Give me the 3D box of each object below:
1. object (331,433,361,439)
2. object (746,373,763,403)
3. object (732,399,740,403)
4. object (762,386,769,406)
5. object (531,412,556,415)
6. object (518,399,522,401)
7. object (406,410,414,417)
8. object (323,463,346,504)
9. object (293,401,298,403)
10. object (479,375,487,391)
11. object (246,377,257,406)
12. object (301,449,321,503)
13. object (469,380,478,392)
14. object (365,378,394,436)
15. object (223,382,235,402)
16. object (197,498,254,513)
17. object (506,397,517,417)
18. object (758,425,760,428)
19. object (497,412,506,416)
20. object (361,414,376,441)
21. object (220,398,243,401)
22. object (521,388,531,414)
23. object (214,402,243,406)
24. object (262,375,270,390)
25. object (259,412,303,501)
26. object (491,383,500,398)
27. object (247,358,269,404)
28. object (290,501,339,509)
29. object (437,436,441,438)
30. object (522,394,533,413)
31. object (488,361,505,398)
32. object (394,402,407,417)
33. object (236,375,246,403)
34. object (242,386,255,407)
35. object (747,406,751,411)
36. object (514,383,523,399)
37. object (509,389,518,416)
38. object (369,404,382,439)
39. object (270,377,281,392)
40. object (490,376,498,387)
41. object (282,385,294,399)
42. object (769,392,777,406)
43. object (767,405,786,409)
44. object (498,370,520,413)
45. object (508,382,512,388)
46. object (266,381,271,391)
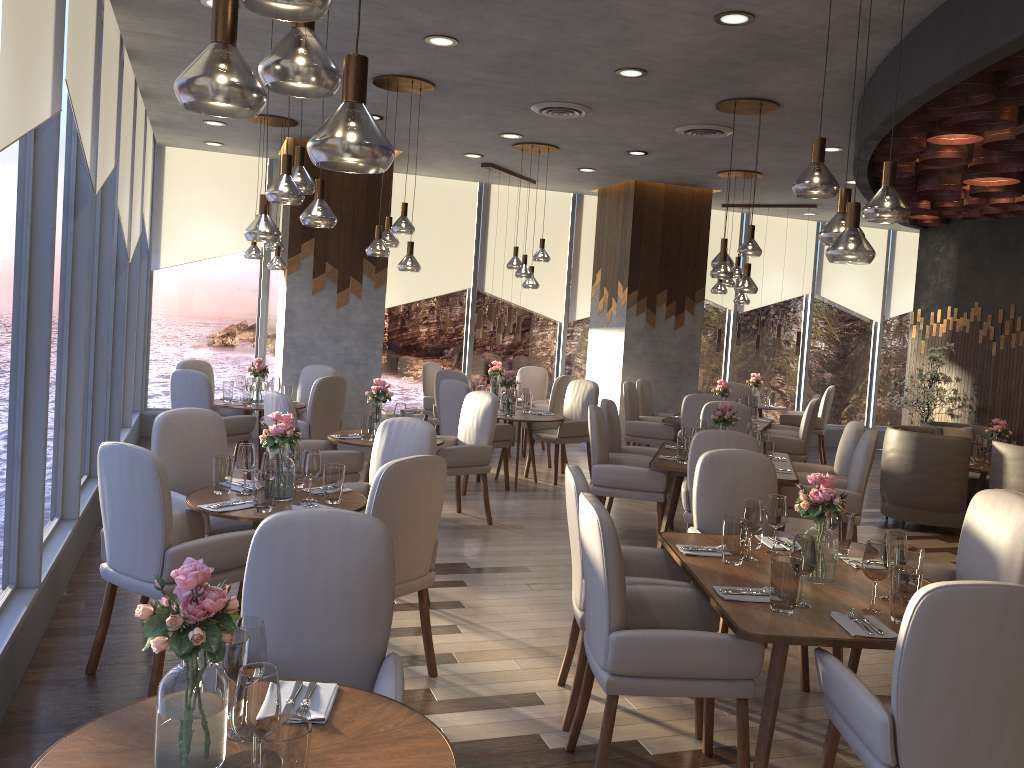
[{"bbox_3d":[-1.151,0.368,6.314,0.255,0.019,0.158,1,5,-36],"label":"object"},{"bbox_3d":[3.065,0.068,11.181,0.198,0.415,0.210,1,4,-42],"label":"object"},{"bbox_3d":[2.240,0.274,8.884,0.092,0.244,0.092,3,3,-23],"label":"object"},{"bbox_3d":[3.228,0.156,11.296,0.092,0.244,0.092,2,3,-29],"label":"object"},{"bbox_3d":[0.287,0.285,8.608,0.255,0.019,0.158,0,6,-44],"label":"object"},{"bbox_3d":[0.038,0.168,9.917,0.255,0.019,0.157,6,5,27],"label":"object"},{"bbox_3d":[-0.790,0.287,6.627,0.102,0.178,0.102,4,3,1],"label":"object"},{"bbox_3d":[-0.843,0.472,4.186,0.102,0.178,0.102,6,4,32],"label":"object"},{"bbox_3d":[-2.120,0.160,8.198,0.157,0.019,0.255,6,5,31],"label":"object"},{"bbox_3d":[-0.336,0.019,10.070,0.092,0.244,0.092,1,4,-42],"label":"object"},{"bbox_3d":[-2.301,0.065,7.813,0.092,0.244,0.092,2,4,-38],"label":"object"},{"bbox_3d":[-0.950,0.432,4.182,0.092,0.244,0.092,4,3,16],"label":"object"},{"bbox_3d":[-0.444,0.047,10.046,0.102,0.178,0.102,5,3,19],"label":"object"},{"bbox_3d":[-0.976,0.166,6.513,0.210,0.415,0.198,6,4,43],"label":"object"},{"bbox_3d":[-2.547,0.072,7.953,0.102,0.178,0.102,3,3,-8],"label":"object"},{"bbox_3d":[-1.263,0.540,3.983,0.158,0.019,0.255,7,5,35],"label":"object"},{"bbox_3d":[-0.008,0.214,8.241,0.102,0.178,0.102,1,4,-39],"label":"object"},{"bbox_3d":[2.319,0.402,8.747,0.255,0.019,0.157,6,5,24],"label":"object"},{"bbox_3d":[-0.160,0.278,8.321,0.255,0.019,0.158,-1,6,-45],"label":"object"},{"bbox_3d":[-1.012,0.305,6.212,0.102,0.178,0.102,5,3,20],"label":"object"},{"bbox_3d":[-2.528,0.140,8.122,0.255,0.019,0.157,6,5,26],"label":"object"},{"bbox_3d":[0.131,0.164,8.576,0.092,0.244,0.092,5,3,26],"label":"object"},{"bbox_3d":[-2.460,0.173,7.751,0.157,0.019,0.255,6,5,32],"label":"object"},{"bbox_3d":[-2.263,0.044,8.123,0.092,0.244,0.092,4,3,11],"label":"object"},{"bbox_3d":[-1.101,0.335,4.203,0.210,0.415,0.198,3,3,-22],"label":"object"},{"bbox_3d":[-0.185,0.082,9.810,0.102,0.178,0.102,1,4,-39],"label":"object"},{"bbox_3d":[-2.283,-0.030,7.961,0.198,0.415,0.210,5,3,18],"label":"object"},{"bbox_3d":[-0.900,0.560,4.032,0.255,0.019,0.157,7,5,36],"label":"object"},{"bbox_3d":[-0.665,0.383,6.528,0.255,0.019,0.158,1,5,-35],"label":"object"},{"bbox_3d":[0.147,0.190,8.685,0.102,0.178,0.102,2,3,-28],"label":"object"},{"bbox_3d":[-0.180,-0.058,10.087,0.210,0.415,0.198,3,3,-7],"label":"object"},{"bbox_3d":[-0.823,0.260,6.522,0.092,0.244,0.092,6,3,35],"label":"object"},{"bbox_3d":[-2.438,0.044,7.973,0.092,0.244,0.092,3,3,-17],"label":"object"},{"bbox_3d":[-2.294,0.107,7.706,0.102,0.178,0.102,4,3,-2],"label":"object"},{"bbox_3d":[2.345,0.312,8.908,0.102,0.178,0.102,2,3,-29],"label":"object"},{"bbox_3d":[0.073,0.078,10.077,0.102,0.178,0.102,3,3,-17],"label":"object"},{"bbox_3d":[0.010,0.174,8.347,0.092,0.244,0.092,2,3,-25],"label":"object"},{"bbox_3d":[-0.978,0.266,6.315,0.092,0.244,0.092,2,3,-33],"label":"object"},{"bbox_3d":[-2.127,0.065,7.965,0.092,0.244,0.092,2,4,-38],"label":"object"},{"bbox_3d":[-0.204,0.039,9.915,0.092,0.244,0.092,6,4,45],"label":"object"},{"bbox_3d":[-2.021,0.103,7.986,0.102,0.178,0.102,6,4,43],"label":"object"},{"bbox_3d":[3.330,0.192,11.330,0.102,0.178,0.102,2,4,-34],"label":"object"},{"bbox_3d":[3.319,0.284,11.167,0.255,0.019,0.157,5,5,19],"label":"object"},{"bbox_3d":[-0.040,0.072,8.516,0.210,0.415,0.198,5,3,28],"label":"object"},{"bbox_3d":[-0.033,0.040,10.058,0.092,0.244,0.092,5,3,30],"label":"object"},{"bbox_3d":[-2.277,0.068,8.233,0.102,0.178,0.102,4,3,7],"label":"object"}]
